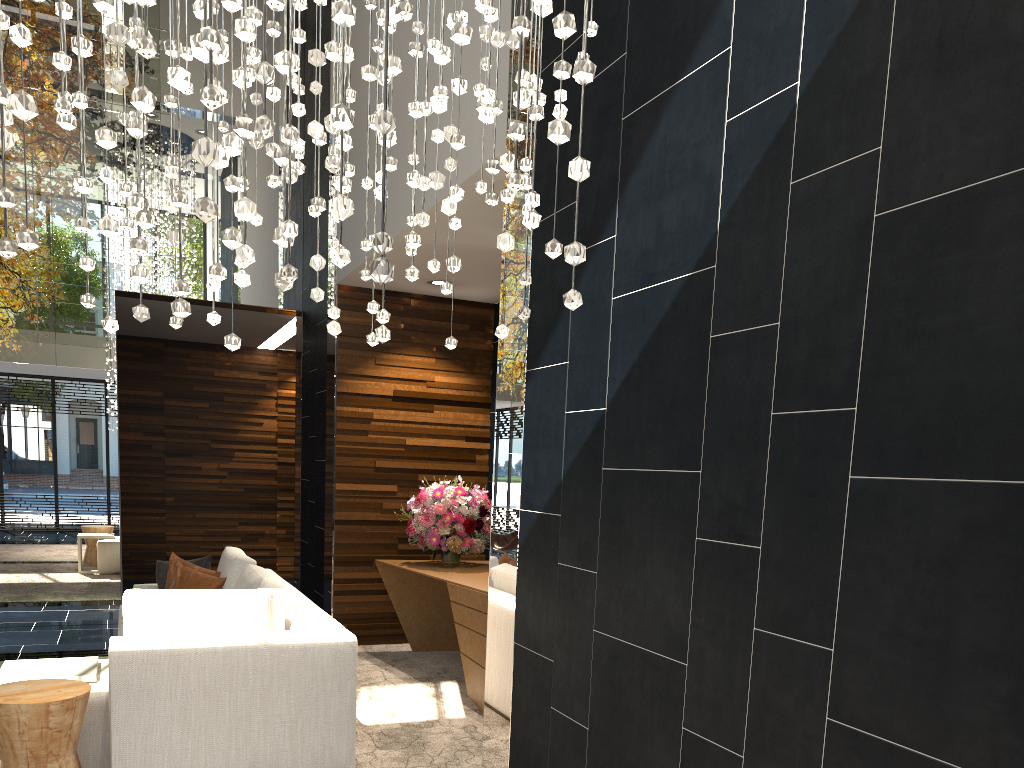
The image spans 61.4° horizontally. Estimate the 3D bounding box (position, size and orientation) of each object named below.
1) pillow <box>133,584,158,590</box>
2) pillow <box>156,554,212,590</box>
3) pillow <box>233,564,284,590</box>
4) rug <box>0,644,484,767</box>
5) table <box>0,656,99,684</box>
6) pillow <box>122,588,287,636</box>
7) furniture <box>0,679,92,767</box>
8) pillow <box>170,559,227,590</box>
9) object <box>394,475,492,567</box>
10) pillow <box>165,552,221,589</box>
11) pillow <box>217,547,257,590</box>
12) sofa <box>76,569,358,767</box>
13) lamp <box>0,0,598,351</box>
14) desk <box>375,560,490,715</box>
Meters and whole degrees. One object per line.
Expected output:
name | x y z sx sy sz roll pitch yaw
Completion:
pillow | -2.325 1.480 6.062 0.625 0.153 0.237 5 -3 -29
pillow | -2.217 1.335 5.793 0.551 0.422 0.252 2 4 23
pillow | -1.463 1.251 4.799 0.291 0.441 0.711 1 -1 -23
rug | -2.310 1.854 4.775 5.919 0.006 3.184 5 -6 -24
table | -2.152 1.549 4.026 0.401 0.473 0.394 2 2 -24
pillow | -1.406 1.164 3.968 0.714 0.466 0.213 3 5 -23
furniture | -1.890 1.474 3.442 0.392 0.529 0.387 3 3 11
pillow | -2.028 1.325 5.402 0.516 0.419 0.266 2 3 36
object | -0.443 1.006 6.337 0.692 0.686 0.651 2 1 -33
pillow | -2.107 1.318 5.606 0.545 0.437 0.240 2 4 31
pillow | -1.826 1.311 5.612 0.248 0.456 0.712 0 -1 -24
sofa | -1.865 1.544 4.986 1.294 0.689 2.824 4 -5 -24
lamp | -3.079 -46.509 0.653 398.894 115.529 397.246 2 -5 1
desk | -0.166 1.683 5.856 0.992 0.756 2.223 3 -4 -24
